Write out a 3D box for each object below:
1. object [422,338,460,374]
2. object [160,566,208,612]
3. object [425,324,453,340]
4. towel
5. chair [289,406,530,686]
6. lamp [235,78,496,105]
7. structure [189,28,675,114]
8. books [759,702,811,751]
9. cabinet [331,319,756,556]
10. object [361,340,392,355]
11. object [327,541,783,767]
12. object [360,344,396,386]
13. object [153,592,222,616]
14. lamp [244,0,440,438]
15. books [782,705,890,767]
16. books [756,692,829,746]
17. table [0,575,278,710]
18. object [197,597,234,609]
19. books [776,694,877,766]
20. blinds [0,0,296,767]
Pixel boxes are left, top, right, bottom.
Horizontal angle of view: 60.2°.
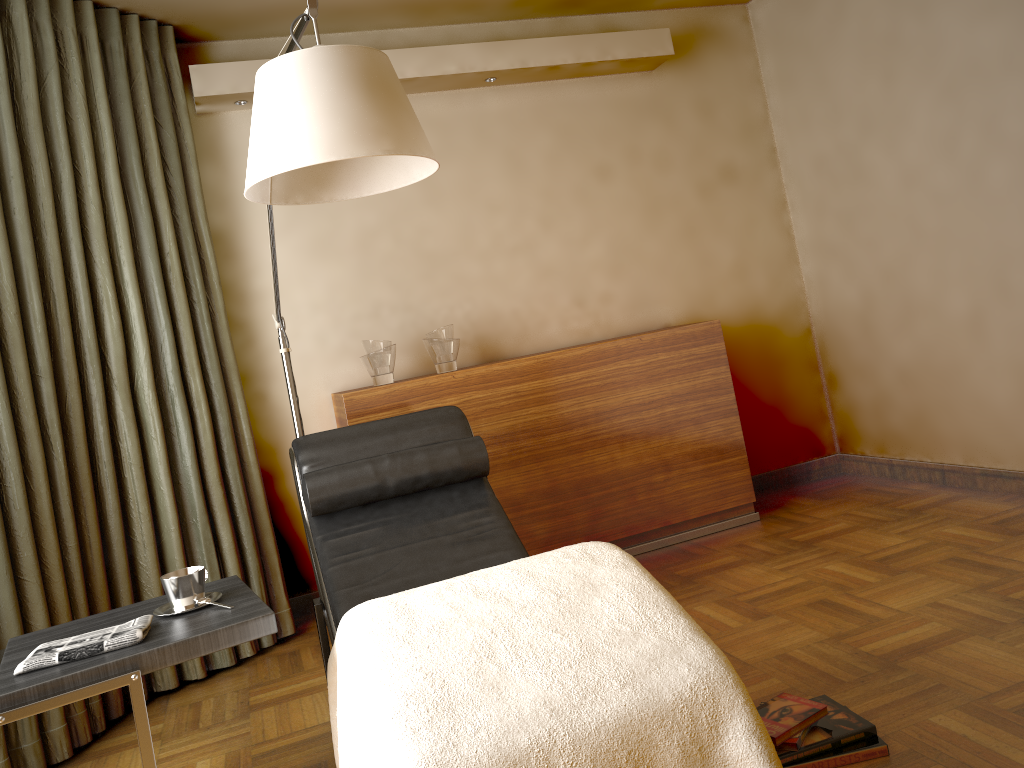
[{"bbox_3d":[-0.284,-0.127,3.679,0.156,0.154,0.154,-11,0,-27],"label":"object"},{"bbox_3d":[-0.745,0.468,2.018,0.098,0.078,0.110,-11,1,-16],"label":"object"},{"bbox_3d":[-0.291,-0.165,3.680,0.123,0.150,0.121,-11,0,-38],"label":"object"},{"bbox_3d":[-0.872,0.534,1.818,0.241,0.035,0.178,-11,3,-14],"label":"towel"},{"bbox_3d":[-0.157,0.507,2.233,0.638,0.798,1.779,-11,2,-17],"label":"chair"},{"bbox_3d":[-0.618,-1.296,3.868,1.163,0.028,0.050,-12,2,-18],"label":"lamp"},{"bbox_3d":[-0.299,-1.418,3.989,2.189,0.130,0.272,-12,2,-18],"label":"structure"},{"bbox_3d":[0.578,0.739,1.913,0.122,0.018,0.174,-9,3,32],"label":"books"},{"bbox_3d":[0.153,0.302,3.817,1.682,0.865,0.413,-11,-1,-18],"label":"cabinet"},{"bbox_3d":[-0.542,-0.113,3.598,0.123,0.150,0.121,-11,0,-36],"label":"object"},{"bbox_3d":[0.013,0.652,1.719,0.921,0.521,0.904,-11,2,-17],"label":"object"},{"bbox_3d":[-0.535,-0.075,3.596,0.154,0.154,0.157,-11,0,29],"label":"object"},{"bbox_3d":[-0.737,0.503,2.011,0.150,0.009,0.149,-11,3,-12],"label":"object"},{"bbox_3d":[-0.416,-0.008,2.496,0.453,1.972,1.407,-10,-1,-14],"label":"lamp"},{"bbox_3d":[0.628,0.771,1.897,0.280,0.022,0.200,-11,3,-3],"label":"books"},{"bbox_3d":[0.579,0.721,1.908,0.174,0.018,0.122,-13,3,-33],"label":"books"},{"bbox_3d":[-0.823,0.551,1.933,0.521,0.045,0.496,-12,3,-26],"label":"table"},{"bbox_3d":[-0.656,0.484,1.954,0.122,0.019,0.029,-8,2,41],"label":"object"},{"bbox_3d":[0.617,0.751,1.914,0.265,0.020,0.188,-11,3,-13],"label":"books"},{"bbox_3d":[-1.497,-0.128,2.850,0.223,2.459,1.541,-12,-1,28],"label":"blinds"}]
